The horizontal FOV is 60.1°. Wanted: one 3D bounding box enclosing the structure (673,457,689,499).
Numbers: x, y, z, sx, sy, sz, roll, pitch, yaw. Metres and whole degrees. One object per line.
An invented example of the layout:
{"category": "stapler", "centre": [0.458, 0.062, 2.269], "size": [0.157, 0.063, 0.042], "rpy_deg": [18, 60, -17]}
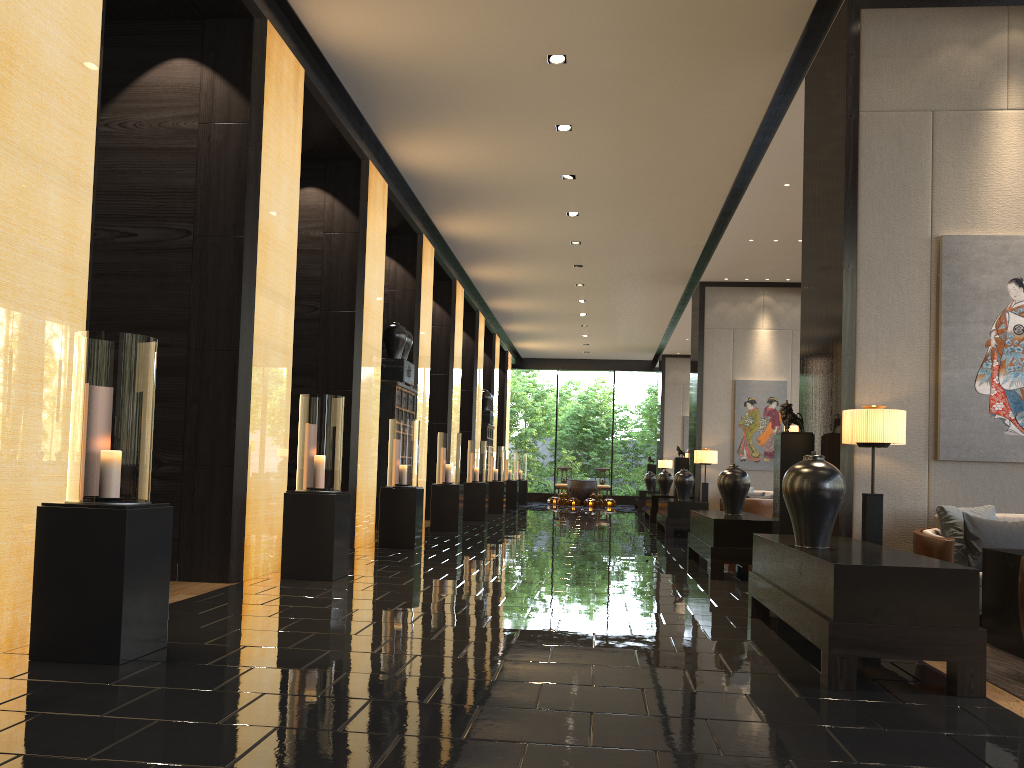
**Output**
{"category": "structure", "centre": [2.945, 1.890, 15.425], "size": [0.240, 1.214, 0.241], "rpy_deg": [2, -3, 6]}

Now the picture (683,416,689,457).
{"category": "picture", "centre": [5.018, 1.615, 23.688], "size": [0.834, 1.498, 0.037], "rpy_deg": [1, -2, 6]}

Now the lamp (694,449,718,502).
{"category": "lamp", "centre": [3.157, 1.734, 14.478], "size": [0.375, 1.347, 0.376], "rpy_deg": [1, -3, 24]}

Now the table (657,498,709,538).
{"category": "table", "centre": [2.586, 2.028, 13.491], "size": [0.620, 0.511, 1.968], "rpy_deg": [1, -6, 6]}

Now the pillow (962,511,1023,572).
{"category": "pillow", "centre": [2.965, 0.963, 5.387], "size": [0.471, 0.360, 0.220], "rpy_deg": [2, -3, 3]}

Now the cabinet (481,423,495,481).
{"category": "cabinet", "centre": [-0.761, 1.885, 20.089], "size": [0.547, 1.918, 1.191], "rpy_deg": [2, -3, 6]}

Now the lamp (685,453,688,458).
{"category": "lamp", "centre": [3.334, 1.921, 16.275], "size": [0.375, 1.347, 0.376], "rpy_deg": [1, -3, 24]}

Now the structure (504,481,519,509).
{"category": "structure", "centre": [-0.063, 2.668, 21.410], "size": [0.402, 0.656, 0.403], "rpy_deg": [1, -3, 6]}

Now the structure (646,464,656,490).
{"category": "structure", "centre": [3.826, 2.816, 24.357], "size": [0.240, 1.214, 0.241], "rpy_deg": [2, -3, 6]}

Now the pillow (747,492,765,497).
{"category": "pillow", "centre": [3.835, 1.878, 14.209], "size": [0.471, 0.360, 0.220], "rpy_deg": [2, -3, 3]}

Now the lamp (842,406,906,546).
{"category": "lamp", "centre": [2.281, 0.815, 5.602], "size": [0.375, 1.344, 0.375], "rpy_deg": [4, -3, -33]}

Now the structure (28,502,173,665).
{"category": "structure", "centre": [-1.791, 0.852, 3.892], "size": [0.402, 0.656, 0.403], "rpy_deg": [1, -3, 6]}

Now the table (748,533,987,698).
{"category": "table", "centre": [1.707, 1.104, 4.583], "size": [0.620, 0.511, 1.968], "rpy_deg": [1, -6, 6]}

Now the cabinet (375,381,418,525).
{"category": "cabinet", "centre": [-1.626, 0.976, 11.320], "size": [0.547, 1.918, 1.191], "rpy_deg": [2, -3, 6]}

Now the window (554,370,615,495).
{"category": "window", "centre": [2.373, -0.063, 11.196], "size": [12.051, 4.214, 32.007], "rpy_deg": [1, -6, 6]}

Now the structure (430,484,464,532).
{"category": "structure", "centre": [-0.927, 1.760, 12.651], "size": [0.402, 0.656, 0.403], "rpy_deg": [1, -3, 6]}

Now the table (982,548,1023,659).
{"category": "table", "centre": [3.103, 1.152, 4.587], "size": [1.041, 0.516, 0.577], "rpy_deg": [1, -4, 6]}

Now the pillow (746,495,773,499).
{"category": "pillow", "centre": [3.496, 1.703, 12.455], "size": [0.441, 0.337, 0.205], "rpy_deg": [1, -3, 13]}

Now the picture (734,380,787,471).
{"category": "picture", "centre": [4.135, 0.686, 14.730], "size": [0.834, 1.498, 0.037], "rpy_deg": [1, -2, 6]}

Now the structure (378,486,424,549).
{"category": "structure", "centre": [-1.215, 1.457, 9.731], "size": [0.402, 0.656, 0.403], "rpy_deg": [1, -3, 6]}

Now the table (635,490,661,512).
{"category": "table", "centre": [3.467, 2.954, 22.423], "size": [0.620, 0.511, 1.968], "rpy_deg": [1, -6, 6]}

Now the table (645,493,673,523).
{"category": "table", "centre": [2.965, 2.427, 17.336], "size": [0.620, 0.511, 1.968], "rpy_deg": [1, -6, 6]}

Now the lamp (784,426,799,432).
{"category": "lamp", "centre": [2.458, 1.016, 7.400], "size": [0.375, 1.315, 0.375], "rpy_deg": [4, -3, -40]}

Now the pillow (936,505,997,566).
{"category": "pillow", "centre": [2.881, 0.956, 5.552], "size": [0.433, 0.398, 0.201], "rpy_deg": [3, -3, -16]}

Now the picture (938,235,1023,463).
{"category": "picture", "centre": [3.258, -0.236, 5.840], "size": [0.834, 1.498, 0.037], "rpy_deg": [1, -2, 6]}

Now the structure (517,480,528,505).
{"category": "structure", "centre": [0.225, 2.971, 24.329], "size": [0.402, 0.656, 0.403], "rpy_deg": [1, -3, 6]}

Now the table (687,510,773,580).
{"category": "table", "centre": [2.086, 1.503, 8.428], "size": [0.620, 0.511, 1.968], "rpy_deg": [1, -6, 6]}

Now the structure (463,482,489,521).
{"category": "structure", "centre": [-0.639, 2.063, 15.570], "size": [0.402, 0.656, 0.403], "rpy_deg": [1, -3, 6]}

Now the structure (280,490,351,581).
{"category": "structure", "centre": [-1.503, 1.154, 6.811], "size": [0.402, 0.656, 0.403], "rpy_deg": [1, -3, 6]}

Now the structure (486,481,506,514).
{"category": "structure", "centre": [-0.351, 2.365, 18.490], "size": [0.402, 0.656, 0.403], "rpy_deg": [1, -3, 6]}

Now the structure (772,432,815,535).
{"category": "structure", "centre": [2.066, 0.966, 6.517], "size": [0.240, 1.214, 0.241], "rpy_deg": [2, -3, 6]}

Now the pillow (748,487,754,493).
{"category": "pillow", "centre": [3.751, 1.871, 14.374], "size": [0.433, 0.398, 0.201], "rpy_deg": [3, -3, -16]}

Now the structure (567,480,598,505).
{"category": "structure", "centre": [1.998, 3.097, 25.266], "size": [0.873, 0.708, 0.877], "rpy_deg": [2, -4, -6]}
